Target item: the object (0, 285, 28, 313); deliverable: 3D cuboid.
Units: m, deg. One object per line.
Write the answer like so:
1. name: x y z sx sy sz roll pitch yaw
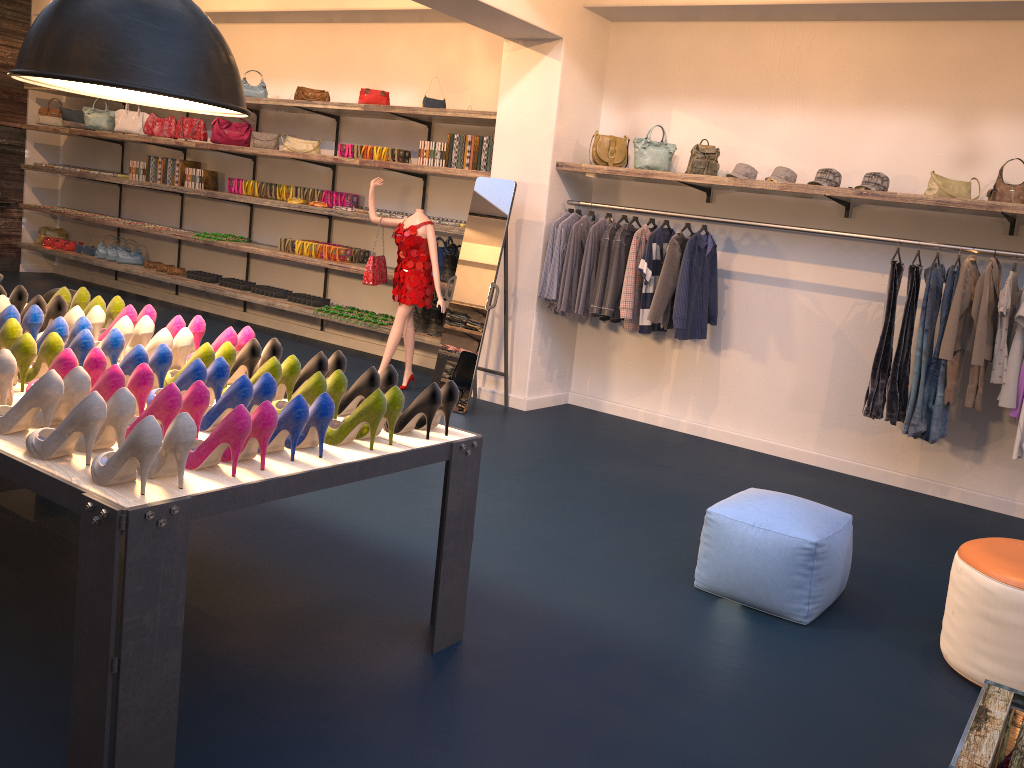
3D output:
1. object: -2.235 -0.348 3.778 0.226 0.193 0.217 13 10 33

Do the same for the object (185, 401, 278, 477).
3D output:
1. object: -0.762 0.127 2.335 0.227 0.193 0.217 12 10 30

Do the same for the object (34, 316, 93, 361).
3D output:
1. object: -1.692 -0.171 3.234 0.226 0.193 0.217 13 10 33

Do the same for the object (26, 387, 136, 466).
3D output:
1. object: -1.121 0.092 2.271 0.229 0.193 0.215 11 10 24

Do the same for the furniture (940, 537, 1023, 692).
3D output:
1. furniture: 1.980 0.893 3.353 0.540 0.475 0.627 13 11 36

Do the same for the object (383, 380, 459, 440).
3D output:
1. object: -0.310 0.069 2.940 0.226 0.193 0.217 13 10 33

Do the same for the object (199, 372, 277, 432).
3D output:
1. object: -0.857 0.046 2.687 0.226 0.193 0.217 13 10 33

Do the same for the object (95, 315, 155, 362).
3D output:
1. object: -1.541 -0.189 3.430 0.226 0.193 0.217 13 10 33

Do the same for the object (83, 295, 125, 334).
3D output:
1. object: -1.841 -0.308 3.841 0.226 0.193 0.217 13 10 33

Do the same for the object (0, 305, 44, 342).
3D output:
1. object: -1.930 -0.222 3.341 0.226 0.193 0.217 13 10 33

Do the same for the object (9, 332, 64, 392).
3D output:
1. object: -1.612 -0.090 2.874 0.226 0.193 0.217 13 10 33

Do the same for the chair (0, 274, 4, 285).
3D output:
1. chair: -3.157 -0.222 4.782 0.435 0.794 0.586 11 9 33

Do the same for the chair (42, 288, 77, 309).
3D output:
1. chair: -2.585 -0.094 4.514 0.439 0.794 0.582 10 9 28

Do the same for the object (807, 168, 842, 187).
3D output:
1. object: 2.127 -1.394 5.882 0.265 0.135 0.159 0 11 -36

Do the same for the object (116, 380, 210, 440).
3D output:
1. object: -0.988 0.071 2.470 0.226 0.193 0.217 13 10 33

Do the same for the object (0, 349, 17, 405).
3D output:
1. object: -1.574 -0.023 2.556 0.225 0.193 0.219 15 12 41

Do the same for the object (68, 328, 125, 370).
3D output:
1. object: -1.507 -0.117 3.084 0.227 0.193 0.224 13 10 33

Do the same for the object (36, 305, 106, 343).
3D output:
1. object: -1.777 -0.236 3.511 0.227 0.193 0.216 12 10 29

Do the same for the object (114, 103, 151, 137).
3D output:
1. object: -4.226 -2.988 9.726 0.433 0.382 0.191 6 7 -6

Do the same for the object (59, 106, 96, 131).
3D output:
1. object: -5.100 -3.125 10.236 0.439 0.229 0.171 4 8 -19

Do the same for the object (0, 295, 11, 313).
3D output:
1. object: -2.129 -0.273 3.467 0.226 0.193 0.217 13 10 33

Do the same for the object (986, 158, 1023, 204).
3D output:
1. object: 3.108 -1.252 5.388 0.291 0.297 0.104 7 7 2

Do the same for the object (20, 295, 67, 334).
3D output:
1. object: -2.000 -0.291 3.647 0.227 0.193 0.217 12 10 30

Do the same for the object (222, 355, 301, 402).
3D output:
1. object: -0.865 -0.019 3.012 0.227 0.193 0.216 12 10 28

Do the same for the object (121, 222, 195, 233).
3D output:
1. object: -3.925 -1.731 9.560 0.827 0.029 0.383 14 13 31

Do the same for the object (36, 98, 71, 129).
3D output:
1. object: -5.524 -3.281 10.485 0.367 0.332 0.160 5 7 -14

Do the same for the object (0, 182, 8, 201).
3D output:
1. object: -6.274 -2.441 10.383 0.218 0.456 0.386 11 9 34

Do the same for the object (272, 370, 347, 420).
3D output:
1. object: -0.675 0.034 2.873 0.226 0.193 0.217 13 10 33

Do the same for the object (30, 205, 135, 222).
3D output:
1. object: -5.077 -2.017 10.260 1.750 0.024 0.380 14 13 31

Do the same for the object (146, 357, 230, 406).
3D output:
1. object: -1.049 -0.007 2.826 0.227 0.193 0.217 12 10 30

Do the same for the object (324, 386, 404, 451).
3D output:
1. object: -0.472 0.088 2.727 0.228 0.193 0.215 11 10 26

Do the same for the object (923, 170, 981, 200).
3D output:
1. object: 2.812 -1.247 5.503 0.381 0.172 0.222 4 10 -16

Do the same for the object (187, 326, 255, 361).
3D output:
1. object: -1.164 -0.151 3.489 0.227 0.193 0.216 12 10 29

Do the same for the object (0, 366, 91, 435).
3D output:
1. object: -1.322 0.035 2.427 0.231 0.193 0.213 10 9 19

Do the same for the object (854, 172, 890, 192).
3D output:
1. object: 2.383 -1.329 5.725 0.265 0.135 0.159 0 11 -36

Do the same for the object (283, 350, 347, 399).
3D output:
1. object: -0.743 -0.043 3.219 0.226 0.193 0.217 13 10 33

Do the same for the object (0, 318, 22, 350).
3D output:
1. object: -1.833 -0.148 3.021 0.226 0.193 0.217 13 10 33

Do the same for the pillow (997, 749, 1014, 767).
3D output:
1. pillow: 1.195 0.936 1.780 0.428 0.316 0.333 13 10 32

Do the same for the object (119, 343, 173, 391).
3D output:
1. object: -1.273 -0.056 2.928 0.226 0.193 0.217 13 10 33

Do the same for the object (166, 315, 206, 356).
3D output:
1. object: -1.395 -0.205 3.614 0.225 0.193 0.218 14 11 40

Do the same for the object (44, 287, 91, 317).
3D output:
1. object: -2.055 -0.361 3.967 0.226 0.193 0.217 13 10 33

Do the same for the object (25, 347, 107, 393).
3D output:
1. object: -1.396 -0.035 2.738 0.225 0.193 0.219 15 12 41

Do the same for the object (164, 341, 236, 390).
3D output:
1. object: -1.116 -0.071 3.109 0.226 0.193 0.217 13 10 33

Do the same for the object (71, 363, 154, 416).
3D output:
1. object: -1.196 0.017 2.604 0.225 0.193 0.218 14 11 37

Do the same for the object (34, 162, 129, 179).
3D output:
1. object: -5.079 -2.547 10.341 1.420 0.059 0.520 14 13 31

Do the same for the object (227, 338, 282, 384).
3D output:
1. object: -0.999 -0.095 3.316 0.225 0.193 0.219 15 12 41

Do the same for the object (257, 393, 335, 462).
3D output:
1. object: -0.640 0.104 2.535 0.225 0.193 0.218 15 12 40

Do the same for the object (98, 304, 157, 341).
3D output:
1. object: -1.648 -0.257 3.710 0.226 0.193 0.217 13 10 33

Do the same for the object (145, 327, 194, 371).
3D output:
1. object: -1.332 -0.132 3.282 0.226 0.193 0.217 13 10 33

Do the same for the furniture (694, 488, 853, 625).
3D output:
1. furniture: 1.181 0.716 3.872 0.606 0.418 0.699 13 11 32

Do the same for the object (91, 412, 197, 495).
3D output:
1. object: -0.898 0.148 2.134 0.225 0.193 0.218 14 11 38

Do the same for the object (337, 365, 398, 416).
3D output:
1. object: -0.533 0.013 3.072 0.226 0.193 0.217 13 10 33
